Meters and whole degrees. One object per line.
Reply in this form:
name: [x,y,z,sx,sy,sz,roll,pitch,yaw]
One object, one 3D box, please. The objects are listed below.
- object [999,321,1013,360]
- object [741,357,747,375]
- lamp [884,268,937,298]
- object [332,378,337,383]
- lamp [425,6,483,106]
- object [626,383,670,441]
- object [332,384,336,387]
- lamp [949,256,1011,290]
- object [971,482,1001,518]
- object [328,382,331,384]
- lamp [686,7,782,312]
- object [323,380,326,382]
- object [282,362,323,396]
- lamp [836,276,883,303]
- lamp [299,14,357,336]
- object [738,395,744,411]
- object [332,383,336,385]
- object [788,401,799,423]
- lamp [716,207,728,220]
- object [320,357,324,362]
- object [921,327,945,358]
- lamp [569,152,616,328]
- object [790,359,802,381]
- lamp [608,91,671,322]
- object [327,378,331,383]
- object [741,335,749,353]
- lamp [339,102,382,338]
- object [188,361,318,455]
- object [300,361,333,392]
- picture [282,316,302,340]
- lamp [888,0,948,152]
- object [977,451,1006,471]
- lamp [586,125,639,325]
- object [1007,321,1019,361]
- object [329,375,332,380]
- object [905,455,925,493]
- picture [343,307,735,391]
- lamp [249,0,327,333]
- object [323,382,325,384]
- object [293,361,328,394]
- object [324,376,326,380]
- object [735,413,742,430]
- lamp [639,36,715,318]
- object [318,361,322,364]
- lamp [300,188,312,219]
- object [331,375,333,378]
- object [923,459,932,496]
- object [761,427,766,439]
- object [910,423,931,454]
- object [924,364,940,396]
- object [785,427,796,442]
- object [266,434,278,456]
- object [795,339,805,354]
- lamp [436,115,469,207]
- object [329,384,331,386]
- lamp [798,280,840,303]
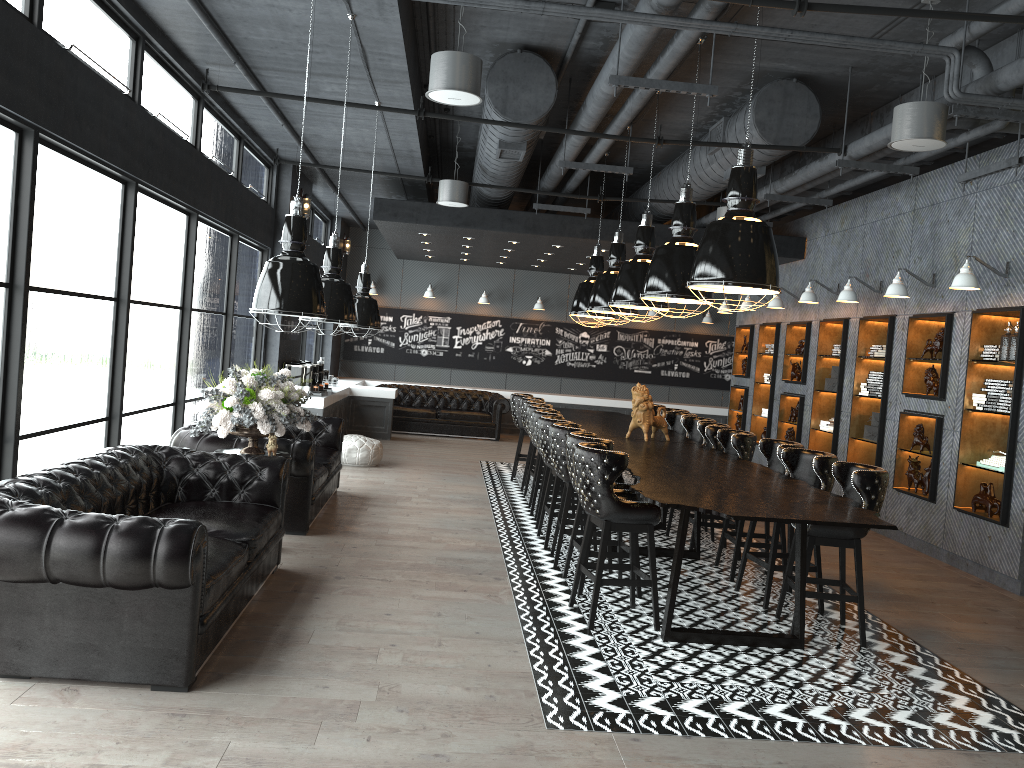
object: [4.284,-0.369,7.664,0.109,0.349,0.109,6,2,41]
object: [3.788,-0.273,14.281,0.155,0.329,0.236,5,2,1]
lamp: [3.940,-0.995,8.753,0.490,0.287,0.244,5,2,12]
object: [-2.847,-0.056,14.210,0.074,0.073,0.074,5,2,16]
lamp: [-0.346,-2.411,5.898,0.381,1.029,0.380,4,2,-15]
object: [1.299,0.268,8.291,0.475,0.545,0.249,3,2,-41]
object: [-2.852,0.005,14.212,0.074,0.073,0.074,5,2,16]
lamp: [4.022,-0.952,7.594,0.490,0.287,0.244,5,2,12]
object: [4.161,1.008,7.729,0.164,0.303,0.341,5,2,1]
object: [-2.933,-0.036,14.205,0.074,0.073,0.074,5,2,16]
lamp: [1.546,-1.631,5.839,0.622,2.302,0.621,6,2,41]
object: [-3.013,-0.069,14.198,0.074,0.073,0.074,5,2,16]
object: [-2.772,-0.062,11.753,0.503,0.426,0.335,5,2,-4]
lamp: [3.864,-1.046,9.838,0.490,0.287,0.244,5,2,12]
lamp: [-1.169,-1.410,6.002,0.391,2.160,0.391,6,2,41]
object: [3.786,0.310,14.357,0.253,0.249,0.126,4,2,-29]
object: [-2.849,-0.029,14.211,0.074,0.073,0.074,5,2,16]
object: [3.890,0.379,12.203,0.143,0.306,0.317,4,2,-9]
lamp: [2.665,-2.362,10.655,0.380,1.045,0.381,5,2,22]
object: [-3.088,-0.399,14.427,0.074,0.073,0.074,6,2,27]
object: [4.218,-0.410,8.810,0.152,0.325,0.292,4,2,-6]
lamp: [1.140,-1.897,11.661,0.622,2.302,0.621,6,2,41]
object: [3.917,-0.177,12.159,0.154,0.309,0.324,5,2,1]
lamp: [1.343,-1.764,8.750,0.622,2.302,0.621,6,2,41]
object: [-2.931,-0.063,14.204,0.074,0.073,0.074,5,2,16]
object: [3.781,-0.647,14.290,0.097,0.290,0.290,5,2,-6]
lamp: [-1.320,-1.509,8.173,0.391,2.160,0.391,6,2,41]
object: [-1.918,0.189,6.691,0.848,0.663,0.875,6,2,26]
object: [-2.843,-0.108,12.768,0.503,0.426,0.335,5,2,-4]
picture: [-3.040,-0.921,12.148,0.086,0.634,1.390,5,2,-4]
lamp: [2.850,-2.166,6.130,0.382,1.045,0.380,5,2,6]
object: [4.382,0.673,7.767,0.484,0.149,0.535,4,2,-6]
lamp: [1.241,-1.830,10.205,0.622,2.302,0.621,6,2,41]
object: [4.292,-0.364,7.549,0.109,0.349,0.109,4,2,-19]
object: [-2.934,-0.101,14.285,0.074,0.073,0.074,5,2,16]
object: [4.097,0.913,8.969,0.168,0.359,0.267,4,2,-11]
picture: [2.864,-0.548,18.196,12.464,1.103,0.200,5,2,-4]
lamp: [-1.066,-1.338,4.521,0.391,2.153,0.391,6,2,41]
object: [-3.015,-0.042,14.199,0.074,0.073,0.074,5,2,16]
object: [-2.808,-0.086,12.268,0.503,0.426,0.335,5,2,-4]
object: [-3.010,-0.104,14.197,0.074,0.073,0.074,5,2,16]
object: [3.710,0.659,14.344,0.170,0.362,0.269,4,2,-11]
lamp: [1.445,-1.697,7.294,0.622,2.302,0.621,6,2,41]
object: [-3.076,-0.327,14.185,0.074,0.073,0.074,5,2,16]
lamp: [-2.807,-2.413,12.076,0.139,0.480,0.145,5,2,-4]
object: [-2.939,-0.105,14.365,0.074,0.073,0.074,5,2,16]
object: [4.147,0.924,8.713,0.198,0.358,0.116,6,2,26]
object: [3.888,0.775,13.258,0.314,0.251,0.157,5,2,11]
object: [4.081,0.541,8.836,0.135,0.294,0.256,5,2,4]
object: [4.185,-0.024,8.765,0.159,0.337,0.242,5,2,1]
object: [3.829,0.781,12.151,0.177,0.387,0.338,5,2,4]
object: [-1.759,0.456,6.539,0.086,0.183,0.136,5,2,3]
object: [3.962,-0.509,12.110,0.138,0.222,0.278,5,2,-5]
lamp: [-0.660,-2.625,10.414,0.381,1.045,0.380,3,2,-36]
object: [-2.936,-0.001,14.206,0.074,0.073,0.074,5,2,16]
lamp: [3.792,-1.140,10.924,0.490,0.287,0.244,5,2,12]
